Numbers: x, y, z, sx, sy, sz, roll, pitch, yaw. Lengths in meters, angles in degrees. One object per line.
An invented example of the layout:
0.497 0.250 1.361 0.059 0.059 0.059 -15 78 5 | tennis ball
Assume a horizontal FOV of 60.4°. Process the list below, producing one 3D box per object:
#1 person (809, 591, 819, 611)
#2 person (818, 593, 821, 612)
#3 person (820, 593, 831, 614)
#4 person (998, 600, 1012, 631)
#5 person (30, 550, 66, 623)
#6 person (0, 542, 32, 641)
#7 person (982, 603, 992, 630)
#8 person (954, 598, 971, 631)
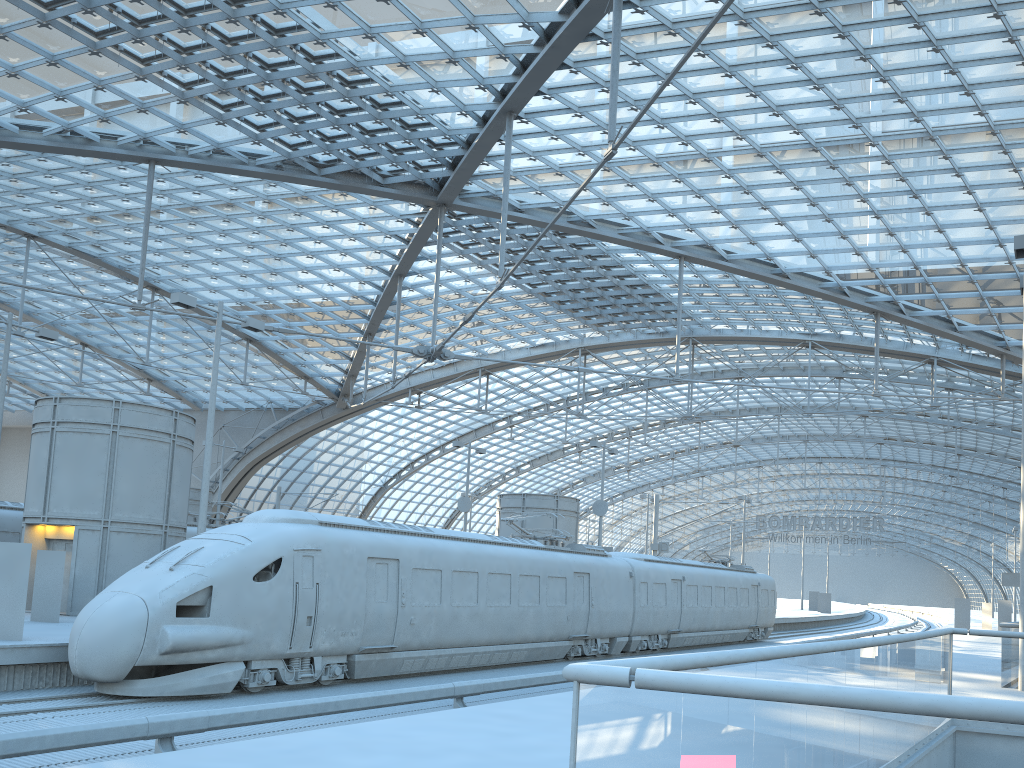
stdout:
27.433 19.788 80.065 0.900 1.779 0.001 0 -6 27 | person
26.763 18.822 75.555 0.876 1.687 0.001 -1 -6 32 | person
25.748 18.006 72.035 0.828 1.713 0.001 -1 -6 32 | person
25.913 12.285 46.280 0.068 1.788 0.788 6 -7 -26 | person
-10.187 4.465 19.311 0.710 1.594 0.001 2 -5 11 | person
-8.694 3.559 15.037 0.875 1.687 0.001 3 -5 6 | person
28.516 13.941 52.735 0.001 1.594 0.816 4 -7 -13 | person
24.987 12.764 48.664 0.001 1.779 0.906 6 -7 -33 | person
